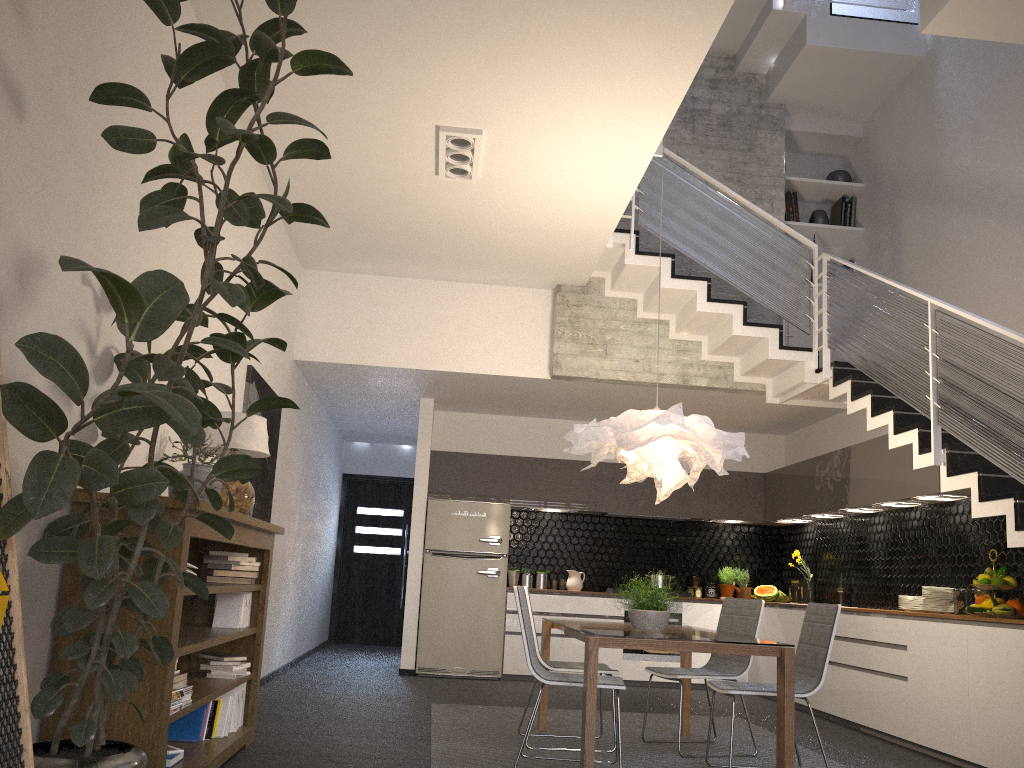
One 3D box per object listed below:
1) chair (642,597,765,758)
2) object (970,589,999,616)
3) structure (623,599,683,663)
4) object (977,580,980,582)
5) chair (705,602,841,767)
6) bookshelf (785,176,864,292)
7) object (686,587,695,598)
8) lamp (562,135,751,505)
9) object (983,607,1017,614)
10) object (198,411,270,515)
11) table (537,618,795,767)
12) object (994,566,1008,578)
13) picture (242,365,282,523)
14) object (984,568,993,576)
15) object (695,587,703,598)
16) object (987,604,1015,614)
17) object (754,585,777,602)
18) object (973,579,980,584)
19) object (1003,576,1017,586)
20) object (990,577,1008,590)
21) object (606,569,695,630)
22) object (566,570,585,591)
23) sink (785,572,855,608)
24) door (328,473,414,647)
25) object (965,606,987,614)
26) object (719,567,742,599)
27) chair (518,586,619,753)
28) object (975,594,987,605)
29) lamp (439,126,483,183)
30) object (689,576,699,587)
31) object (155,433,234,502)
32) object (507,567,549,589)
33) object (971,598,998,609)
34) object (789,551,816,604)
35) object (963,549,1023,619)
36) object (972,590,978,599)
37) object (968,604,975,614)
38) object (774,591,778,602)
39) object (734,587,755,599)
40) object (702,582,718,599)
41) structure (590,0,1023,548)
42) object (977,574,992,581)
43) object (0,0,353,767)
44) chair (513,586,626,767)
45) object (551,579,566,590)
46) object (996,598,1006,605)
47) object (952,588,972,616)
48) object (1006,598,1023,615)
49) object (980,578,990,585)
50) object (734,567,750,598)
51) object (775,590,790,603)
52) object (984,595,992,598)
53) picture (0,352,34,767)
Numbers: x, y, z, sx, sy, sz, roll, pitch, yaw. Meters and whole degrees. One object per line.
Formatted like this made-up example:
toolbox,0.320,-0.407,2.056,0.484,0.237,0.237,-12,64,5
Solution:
chair,1.174,1.765,5.417,0.603,0.911,0.479,7,-11,-18
object,3.171,1.469,5.941,0.172,0.183,0.173,9,-12,-27
structure,1.382,2.513,9.071,0.588,0.583,0.590,4,-11,-4
object,2.962,1.256,5.578,0.065,0.059,0.063,5,-11,-8
chair,1.382,1.614,4.692,0.601,0.911,0.479,4,-10,-2
bookshelf,2.803,-1.349,8.485,0.973,1.096,0.447,4,-10,-4
object,1.902,2.222,9.451,0.083,0.112,0.083,4,-11,-4
lamp,0.970,-1.846,5.623,1.117,5.164,1.072,2,-10,6
object,2.991,1.398,5.427,0.229,0.075,0.070,6,-11,-13
object,-1.533,0.465,4.848,0.391,0.576,0.391,11,-13,-35
table,0.758,1.755,5.021,0.997,0.707,1.817,4,-12,-4
object,3.033,1.190,5.534,0.067,0.100,0.213,1,-12,11
picture,-1.864,0.993,6.353,0.033,2.009,1.244,4,-11,-4
object,2.982,1.196,5.560,0.056,0.081,0.182,-2,-13,24
object,1.989,2.228,9.454,0.083,0.112,0.083,2,-11,5
object,2.968,1.372,5.377,0.152,0.072,0.077,-5,-14,33
object,2.650,2.186,9.250,0.236,0.173,0.219,-2,-13,24
object,2.898,1.238,5.518,0.048,0.041,0.045,14,-16,-43
object,3.071,1.220,5.462,0.079,0.068,0.060,-2,-12,23
object,2.994,1.229,5.450,0.101,0.078,0.096,5,-12,-9
object,0.773,1.241,5.096,0.532,0.364,0.674,5,-12,-9
object,0.669,2.075,9.334,0.190,0.213,0.173,2,-11,9
sink,2.801,1.937,8.075,0.490,0.444,0.730,4,-12,-4
door,-1.853,2.406,12.112,1.108,2.294,0.162,4,-10,-4
object,2.909,1.405,5.482,0.240,0.048,0.062,9,-13,-23
object,2.313,2.122,9.452,0.245,0.350,0.236,3,-11,0
chair,0.313,1.701,5.350,0.602,0.911,0.479,4,-10,-4
object,2.933,1.356,5.517,0.087,0.092,0.086,3,-11,0
lamp,-0.326,-1.433,5.518,0.253,0.065,0.651,4,-13,-4
object,1.943,2.113,9.460,0.083,0.112,0.083,8,-12,-24
object,-1.507,0.413,4.223,0.387,0.408,0.277,9,-12,-26
object,0.160,2.033,9.291,0.482,0.219,0.174,5,-11,-8
object,2.923,1.360,5.484,0.154,0.076,0.079,-4,-13,30
object,2.914,1.937,8.880,0.257,0.537,0.431,0,-11,19
object,3.003,1.241,5.512,0.352,0.421,0.355,5,-11,-10
object,2.990,1.371,5.618,0.125,0.119,0.062,-3,-12,27
object,3.064,1.470,5.758,0.189,0.082,0.199,2,-12,5
object,2.858,2.278,9.480,0.132,0.118,0.206,0,-12,15
object,2.452,2.209,9.317,0.210,0.139,0.125,-3,-13,29
object,2.113,2.206,9.463,0.141,0.172,0.143,4,-11,-4
structure,1.353,-1.701,6.657,4.235,8.230,8.542,4,-11,-4
object,2.956,1.216,5.535,0.068,0.057,0.071,4,-12,-5
object,-1.041,-0.099,2.818,0.910,3.169,2.025,8,-12,-26
chair,0.284,1.535,4.620,0.601,0.911,0.480,2,-10,5
object,0.487,2.118,9.346,0.160,0.109,0.078,3,-11,1
object,3.049,1.378,5.539,0.088,0.078,0.089,-3,-13,30
object,3.139,1.507,6.118,0.172,0.183,0.173,-8,-15,44
object,3.120,1.383,5.492,0.112,0.109,0.113,9,-13,-28
object,2.921,1.225,5.468,0.060,0.054,0.059,-3,-13,29
object,2.456,2.116,9.447,0.169,0.375,0.185,-3,-12,32
object,2.857,2.235,9.307,0.149,0.126,0.226,-5,-14,35
object,2.981,1.358,5.593,0.059,0.055,0.128,4,-12,-3
picture,-1.250,0.427,1.612,0.386,1.590,1.512,4,-11,-4
